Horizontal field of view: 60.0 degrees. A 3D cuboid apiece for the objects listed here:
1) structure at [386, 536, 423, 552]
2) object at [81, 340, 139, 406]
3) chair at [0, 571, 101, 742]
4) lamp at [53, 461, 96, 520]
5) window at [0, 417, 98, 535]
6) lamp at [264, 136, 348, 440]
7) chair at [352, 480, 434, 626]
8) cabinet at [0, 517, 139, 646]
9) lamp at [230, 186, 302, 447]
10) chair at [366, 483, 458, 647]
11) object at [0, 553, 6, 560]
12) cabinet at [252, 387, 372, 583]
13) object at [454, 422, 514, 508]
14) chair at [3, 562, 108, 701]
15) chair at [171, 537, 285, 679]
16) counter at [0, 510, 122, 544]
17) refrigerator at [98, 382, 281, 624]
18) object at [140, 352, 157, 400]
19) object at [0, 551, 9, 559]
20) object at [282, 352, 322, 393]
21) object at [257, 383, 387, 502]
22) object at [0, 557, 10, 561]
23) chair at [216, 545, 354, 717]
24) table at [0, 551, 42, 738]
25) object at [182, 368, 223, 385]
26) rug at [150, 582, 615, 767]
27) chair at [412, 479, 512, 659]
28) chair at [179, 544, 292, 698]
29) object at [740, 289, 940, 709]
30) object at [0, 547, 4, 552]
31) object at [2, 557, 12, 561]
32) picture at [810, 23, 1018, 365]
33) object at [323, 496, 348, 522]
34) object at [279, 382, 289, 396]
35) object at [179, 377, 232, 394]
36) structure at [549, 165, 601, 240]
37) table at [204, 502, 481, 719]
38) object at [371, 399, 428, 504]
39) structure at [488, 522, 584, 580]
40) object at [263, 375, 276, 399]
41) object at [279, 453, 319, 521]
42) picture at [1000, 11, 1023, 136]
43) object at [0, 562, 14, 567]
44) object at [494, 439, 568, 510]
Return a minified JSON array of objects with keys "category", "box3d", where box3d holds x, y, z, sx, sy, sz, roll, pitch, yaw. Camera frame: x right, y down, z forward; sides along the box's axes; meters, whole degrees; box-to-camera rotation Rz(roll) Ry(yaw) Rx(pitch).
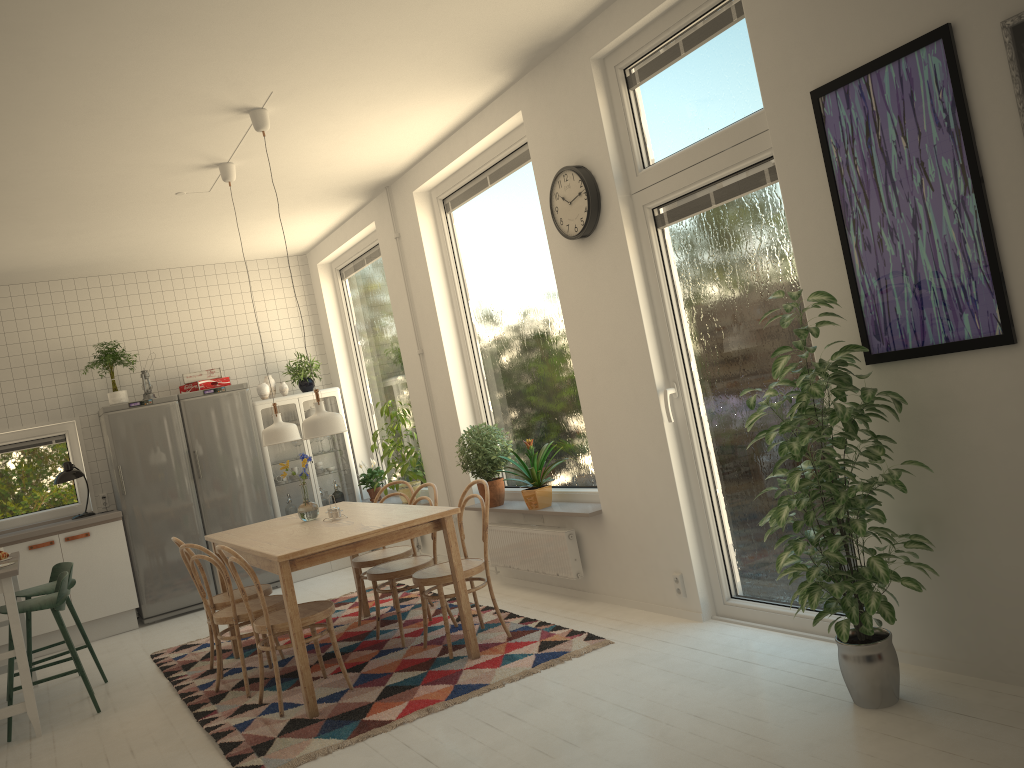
[{"category":"structure","box3d":[-0.989,1.241,7.492,0.113,0.276,1.015,-11,0,-29]},{"category":"object","box3d":[-3.223,-0.097,7.182,0.474,0.545,0.467,-11,0,-16]},{"category":"chair","box3d":[-2.580,1.454,4.853,0.446,0.752,0.485,-11,-1,-30]},{"category":"lamp","box3d":[-3.530,0.851,7.119,0.239,0.465,0.262,-11,-1,-1]},{"category":"window","box3d":[-4.386,0.847,7.001,1.899,0.816,0.293,-11,-1,-29]},{"category":"lamp","box3d":[-1.099,-0.521,4.479,0.229,1.596,0.229,-11,-1,5]},{"category":"chair","box3d":[-0.783,1.049,5.568,0.385,0.811,0.484,-12,-1,33]},{"category":"cabinet","box3d":[-3.443,0.740,4.597,2.854,2.160,4.841,-11,0,-29]},{"category":"lamp","box3d":[-1.510,-0.435,5.228,0.229,1.596,0.230,-12,-1,16]},{"category":"chair","box3d":[-0.593,1.009,5.037,0.484,0.811,0.385,-11,-1,-32]},{"category":"object","box3d":[-3.075,1.026,5.249,0.131,0.060,0.070,-11,0,9]},{"category":"cabinet","box3d":[-1.824,0.886,7.947,0.789,1.593,0.452,-11,-1,-29]},{"category":"object","box3d":[-0.174,0.532,5.854,0.383,0.561,0.394,-11,-1,-31]},{"category":"chair","box3d":[-2.845,1.510,5.409,0.446,0.752,0.485,-11,-1,-44]},{"category":"chair","box3d":[-1.627,1.218,5.098,0.484,0.811,0.385,-11,-1,-27]},{"category":"counter","box3d":[-3.363,1.129,4.594,2.858,0.163,4.841,-11,0,-29]},{"category":"refrigerator","box3d":[-2.676,0.978,7.459,1.146,1.778,0.559,-11,-1,-29]},{"category":"object","box3d":[-2.997,-0.059,7.307,0.163,0.383,0.154,-11,-1,-7]},{"category":"object","box3d":[-3.053,1.022,5.299,0.074,0.059,0.060,-12,0,30]},{"category":"object","box3d":[-1.893,-0.106,8.014,0.371,0.385,0.372,-11,0,-11]},{"category":"object","box3d":[-1.635,0.503,7.712,0.943,1.208,0.261,-11,-1,-14]},{"category":"object","box3d":[-3.065,1.052,5.266,0.122,0.005,0.120,-11,0,-11]},{"category":"chair","box3d":[-1.091,1.107,4.245,0.484,0.811,0.385,-11,-1,-32]},{"category":"table","box3d":[-3.124,1.509,4.956,0.795,0.864,1.423,-11,0,-29]},{"category":"object","box3d":[-2.646,-0.061,7.597,0.312,0.082,0.307,-11,0,-17]},{"category":"rug","box3d":[-0.973,1.503,5.064,1.750,0.035,3.023,-11,0,-29]},{"category":"chair","box3d":[-0.289,0.947,4.637,0.484,0.811,0.385,-11,-1,-27]},{"category":"chair","box3d":[-1.411,1.173,4.637,0.385,0.811,0.484,-12,-1,43]},{"category":"object","box3d":[1.103,0.366,3.008,0.568,1.424,0.514,-12,-1,14]},{"category":"object","box3d":[-3.158,1.040,5.420,0.094,0.060,0.098,-11,0,-32]},{"category":"object","box3d":[-3.062,1.054,5.263,0.167,0.005,0.167,-11,0,-34]},{"category":"picture","box3d":[1.301,-0.584,2.935,0.018,0.999,0.545,-11,-1,-29]},{"category":"object","box3d":[-0.978,0.674,4.847,0.095,0.138,0.154,-11,0,-29]},{"category":"object","box3d":[-2.006,0.046,7.798,0.082,0.126,0.082,-12,-1,33]},{"category":"object","box3d":[-2.627,0.019,7.595,0.312,0.082,0.310,-12,0,40]},{"category":"structure","box3d":[0.311,-0.919,4.500,0.074,0.371,0.371,-11,-1,-30]},{"category":"table","box3d":[-0.991,1.128,4.844,0.895,0.749,1.796,-11,0,-29]},{"category":"object","box3d":[-0.900,0.539,7.051,0.614,0.841,0.485,-12,-1,40]},{"category":"structure","box3d":[0.131,1.010,5.456,0.113,0.279,1.028,-11,0,-29]},{"category":"object","box3d":[-2.129,0.030,7.805,0.102,0.206,0.102,-12,-1,44]},{"category":"object","box3d":[-1.191,0.589,5.078,0.206,0.389,0.145,-12,-1,23]},{"category":"picture","box3d":[1.629,-0.650,2.340,0.020,0.869,0.524,-11,-1,-29]},{"category":"object","box3d":[-2.826,1.005,4.870,0.167,0.005,0.167,-11,0,-34]},{"category":"object","box3d":[0.124,0.539,5.316,0.417,0.425,0.486,-11,0,-22]}]
